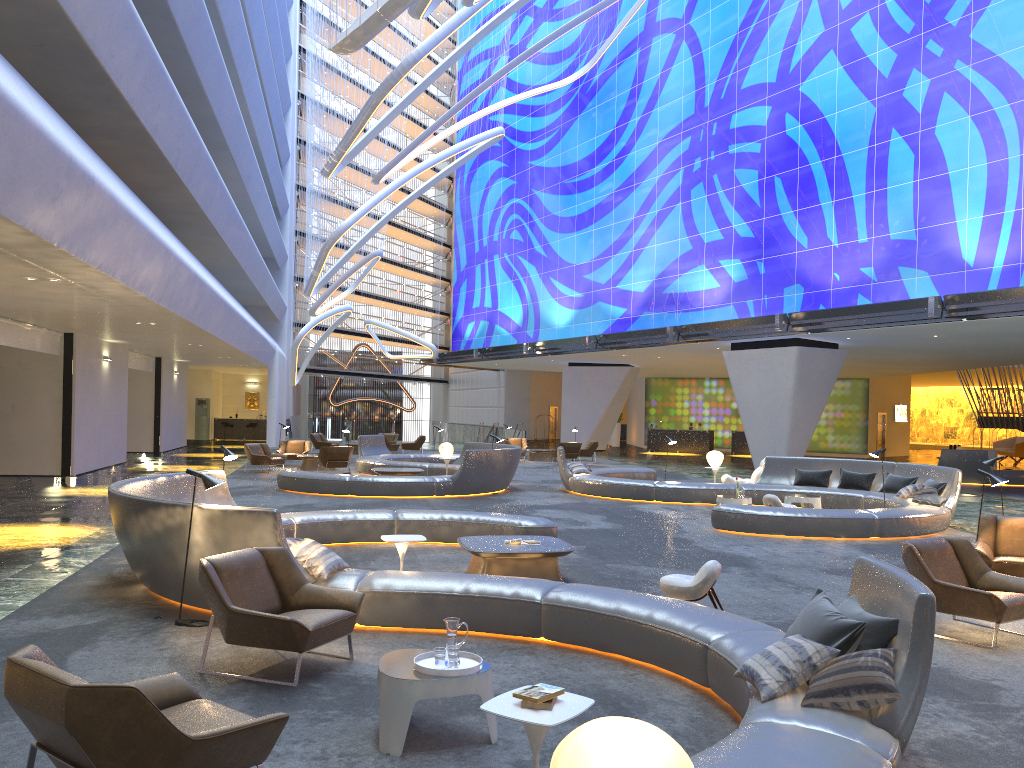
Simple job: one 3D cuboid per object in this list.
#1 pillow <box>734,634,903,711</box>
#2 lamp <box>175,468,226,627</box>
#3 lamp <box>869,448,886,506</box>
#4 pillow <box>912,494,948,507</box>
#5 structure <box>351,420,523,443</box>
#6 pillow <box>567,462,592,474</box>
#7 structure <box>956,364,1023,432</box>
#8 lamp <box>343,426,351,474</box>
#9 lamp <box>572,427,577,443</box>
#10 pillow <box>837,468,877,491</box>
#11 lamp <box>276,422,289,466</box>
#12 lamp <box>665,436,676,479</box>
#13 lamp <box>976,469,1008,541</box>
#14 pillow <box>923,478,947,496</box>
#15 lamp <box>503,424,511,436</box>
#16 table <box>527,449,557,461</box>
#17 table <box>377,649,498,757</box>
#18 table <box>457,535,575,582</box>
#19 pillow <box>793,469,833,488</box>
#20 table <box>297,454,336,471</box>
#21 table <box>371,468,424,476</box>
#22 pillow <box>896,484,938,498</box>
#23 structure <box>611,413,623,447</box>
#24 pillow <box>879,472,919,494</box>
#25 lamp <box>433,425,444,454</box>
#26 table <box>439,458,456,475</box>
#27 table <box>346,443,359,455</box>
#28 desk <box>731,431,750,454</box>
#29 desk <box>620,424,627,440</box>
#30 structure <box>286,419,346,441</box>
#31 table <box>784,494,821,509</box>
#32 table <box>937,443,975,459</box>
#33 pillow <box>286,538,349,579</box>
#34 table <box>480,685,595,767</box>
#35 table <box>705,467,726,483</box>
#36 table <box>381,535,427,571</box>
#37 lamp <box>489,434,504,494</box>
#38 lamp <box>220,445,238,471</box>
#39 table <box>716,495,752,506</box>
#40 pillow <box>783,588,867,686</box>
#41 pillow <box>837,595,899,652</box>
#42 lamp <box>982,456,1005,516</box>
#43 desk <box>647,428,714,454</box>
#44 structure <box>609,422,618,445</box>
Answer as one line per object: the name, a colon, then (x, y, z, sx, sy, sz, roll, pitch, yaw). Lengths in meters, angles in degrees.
pillow: (1.561, 1.473, 4.584, 0.873, 0.280, 0.685, 1, -2, 26)
lamp: (-2.572, 1.342, 7.315, 0.384, 1.300, 0.202, 1, 0, -12)
lamp: (6.666, 1.808, 16.115, 0.384, 1.300, 0.202, 1, 0, -18)
pillow: (6.914, 1.928, 14.657, 0.444, 0.207, 0.443, 0, -2, 40)
structure: (-5.812, 6.420, 56.787, 9.306, 8.399, 19.735, 1, -1, -11)
pillow: (1.490, 1.901, 20.190, 0.692, 0.262, 0.877, 1, -2, -3)
structure: (26.091, 0.547, 32.088, 11.983, 6.247, 16.491, 2, -1, -11)
lamp: (-4.441, 1.780, 23.899, 0.202, 1.300, 0.384, 1, 0, 5)
lamp: (2.193, 2.135, 30.932, 0.202, 1.300, 0.384, 1, 0, 5)
pillow: (6.762, 1.890, 17.439, 0.281, 0.417, 0.759, 2, -1, -43)
lamp: (-6.847, 1.799, 26.445, 0.384, 1.300, 0.202, 1, 0, 6)
lamp: (3.663, 1.871, 20.670, 0.202, 1.300, 0.384, 1, 0, -36)
lamp: (5.245, 1.591, 9.764, 0.384, 1.300, 0.202, 1, 0, 41)
pillow: (7.379, 1.860, 15.631, 0.317, 0.366, 0.775, 1, -1, 5)
lamp: (-0.213, 2.154, 33.478, 0.384, 1.300, 0.202, 1, 0, 6)
table: (1.095, 2.601, 32.370, 1.203, 0.392, 1.203, 2, -1, -11)
table: (-0.436, 1.772, 5.016, 0.671, 0.406, 0.673, 2, -1, -15)
table: (0.024, 1.916, 9.569, 1.203, 0.392, 1.203, 2, -1, -11)
pillow: (6.073, 1.912, 17.945, 0.769, 0.369, 0.295, 0, -1, 33)
table: (-5.539, 2.246, 25.337, 1.203, 0.392, 1.203, 2, -2, -12)
table: (-2.646, 2.171, 20.478, 1.203, 0.392, 1.203, 2, -1, -11)
pillow: (7.192, 1.901, 15.696, 0.877, 0.262, 0.693, 0, -2, 44)
structure: (5.557, 2.317, 47.226, 1.022, 2.051, 0.772, 1, 0, -33)
pillow: (7.262, 1.883, 16.659, 0.315, 0.386, 0.785, 1, -1, -20)
lamp: (-2.290, 1.926, 27.263, 0.384, 1.300, 0.202, 1, 0, 6)
table: (-1.590, 2.118, 21.745, 0.418, 0.595, 0.427, 1, 0, -12)
table: (-5.704, 2.492, 33.974, 1.203, 0.392, 1.203, 1, -1, 7)
desk: (11.754, 2.754, 41.081, 2.976, 1.097, 0.814, 1, -1, 25)
desk: (7.067, 3.129, 57.732, 2.976, 1.097, 0.814, 1, -1, 27)
structure: (-12.037, 6.197, 55.111, 3.017, 8.239, 19.831, 1, -1, -11)
table: (5.210, 2.220, 16.019, 0.673, 0.406, 0.671, 1, -1, 8)
table: (20.159, 3.100, 40.344, 1.241, 0.727, 2.308, 0, -2, 37)
pillow: (-1.748, 1.462, 7.582, 0.877, 0.262, 0.693, 0, -2, 41)
table: (0.087, 1.634, 3.717, 0.427, 0.595, 0.418, 1, 0, 33)
table: (4.682, 2.225, 20.476, 0.418, 0.595, 0.427, 2, 0, -37)
table: (-1.032, 1.743, 8.355, 0.418, 0.595, 0.427, 1, 0, -15)
lamp: (-0.370, 1.738, 19.240, 0.384, 1.300, 0.202, 1, 0, 6)
lamp: (-3.632, 1.431, 11.233, 0.384, 1.300, 0.202, 1, 0, 38)
table: (3.801, 2.171, 15.459, 0.671, 0.406, 0.674, 0, -2, 41)
pillow: (1.709, 1.394, 4.909, 0.315, 0.386, 0.785, 1, -1, 4)
pillow: (1.907, 1.425, 4.984, 0.295, 0.369, 0.769, 1, -1, 2)
lamp: (7.556, 1.763, 13.872, 0.384, 1.300, 0.202, 1, 0, 33)
desk: (7.928, 2.686, 41.738, 2.976, 1.097, 0.814, 1, -1, 27)
structure: (5.629, 2.381, 49.363, 0.773, 2.051, 1.022, 1, 0, -40)
